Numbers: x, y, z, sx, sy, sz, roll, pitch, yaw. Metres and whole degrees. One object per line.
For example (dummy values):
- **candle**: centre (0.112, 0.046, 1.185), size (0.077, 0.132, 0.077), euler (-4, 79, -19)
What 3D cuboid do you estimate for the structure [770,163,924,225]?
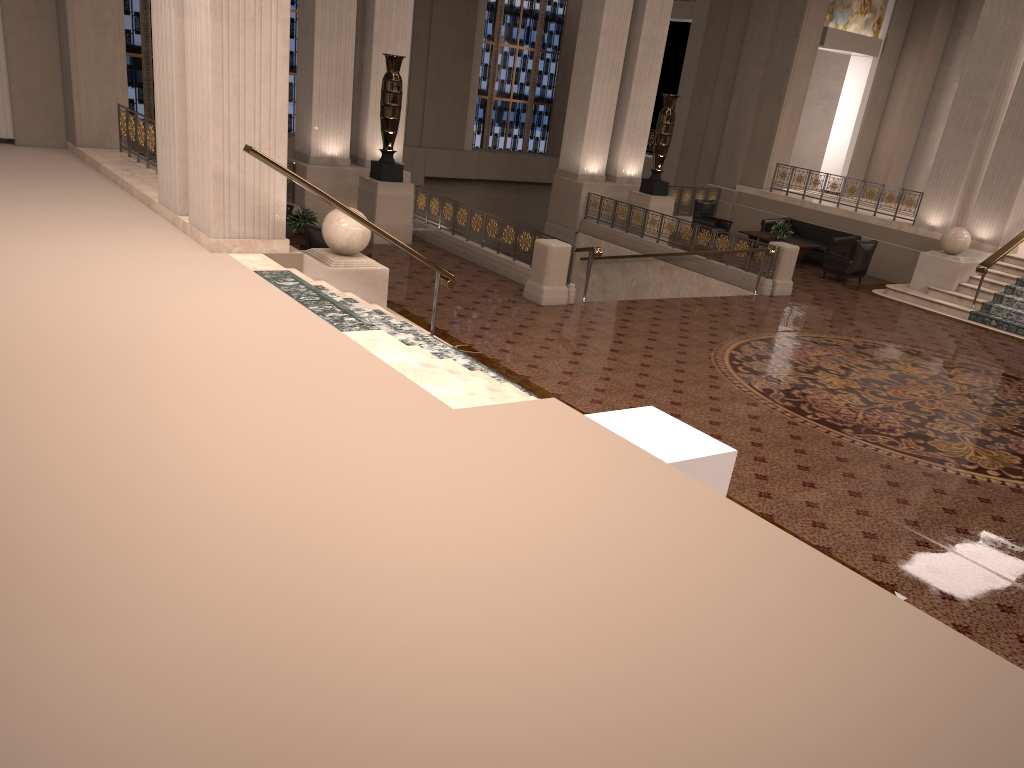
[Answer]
- **structure**: centre (6.940, -4.042, 18.563), size (0.031, 0.652, 3.575), euler (-10, 27, -35)

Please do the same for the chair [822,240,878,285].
- **chair**: centre (6.362, -2.351, 16.664), size (0.642, 0.881, 0.694), euler (-9, 28, -35)

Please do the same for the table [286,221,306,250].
- **table**: centre (-3.051, -1.899, 12.214), size (0.832, 0.455, 1.428), euler (-7, 25, -35)

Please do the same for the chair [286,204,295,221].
- **chair**: centre (-3.796, -2.673, 13.448), size (0.711, 0.881, 0.626), euler (15, 23, 16)

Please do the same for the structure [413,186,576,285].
- **structure**: centre (-0.531, -2.463, 13.874), size (0.078, 0.561, 4.776), euler (-10, 26, -34)

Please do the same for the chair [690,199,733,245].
- **chair**: centre (4.295, -3.496, 19.024), size (0.640, 0.881, 0.696), euler (-12, 29, -39)

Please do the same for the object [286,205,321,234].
- **object**: centre (-2.851, -2.254, 12.015), size (0.502, 0.393, 0.503), euler (6, 21, -5)

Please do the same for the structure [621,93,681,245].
- **structure**: centre (2.862, -4.211, 17.409), size (0.694, 2.910, 0.677), euler (-9, 29, -34)

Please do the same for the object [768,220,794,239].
- **object**: centre (5.462, -3.138, 17.851), size (0.502, 0.393, 0.503), euler (6, 21, -5)

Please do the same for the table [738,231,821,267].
- **table**: centre (5.413, -2.759, 18.042), size (0.832, 0.455, 1.428), euler (-7, 25, -35)

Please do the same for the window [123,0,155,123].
- **window**: centre (-8.321, -8.326, 18.197), size (2.963, 5.591, 0.067), euler (-8, 29, -33)

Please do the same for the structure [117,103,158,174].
- **structure**: centre (-4.349, -2.895, 10.790), size (0.031, 0.652, 3.575), euler (-10, 27, -35)

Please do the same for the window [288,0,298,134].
- **window**: centre (-4.164, -8.748, 21.060), size (2.963, 5.591, 0.067), euler (-8, 29, -33)

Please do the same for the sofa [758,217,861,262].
- **sofa**: centre (6.177, -2.962, 18.503), size (0.868, 0.738, 1.860), euler (-8, 26, -35)

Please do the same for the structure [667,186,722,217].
- **structure**: centre (3.813, -4.145, 19.990), size (2.515, 0.683, 0.031), euler (-6, 27, -34)

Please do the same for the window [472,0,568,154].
- **window**: centre (0.137, -9.185, 24.022), size (2.963, 5.591, 0.067), euler (-8, 29, -33)

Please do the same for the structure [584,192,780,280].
- **structure**: centre (2.917, -2.813, 16.248), size (0.078, 0.561, 4.779), euler (-11, 27, -35)

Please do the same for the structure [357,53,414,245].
- **structure**: centre (-1.968, -3.720, 14.083), size (0.694, 2.910, 0.677), euler (-9, 29, -34)

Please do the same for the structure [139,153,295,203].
- **structure**: centre (-4.694, -3.281, 14.132), size (2.515, 0.683, 0.031), euler (-6, 27, -34)

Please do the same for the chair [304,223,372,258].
- **chair**: centre (-2.171, -1.544, 10.956), size (0.644, 0.881, 0.691), euler (13, 23, 11)

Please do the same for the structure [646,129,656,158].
- **structure**: centre (3.422, -6.375, 23.168), size (0.031, 0.697, 2.086), euler (-10, 27, -35)
